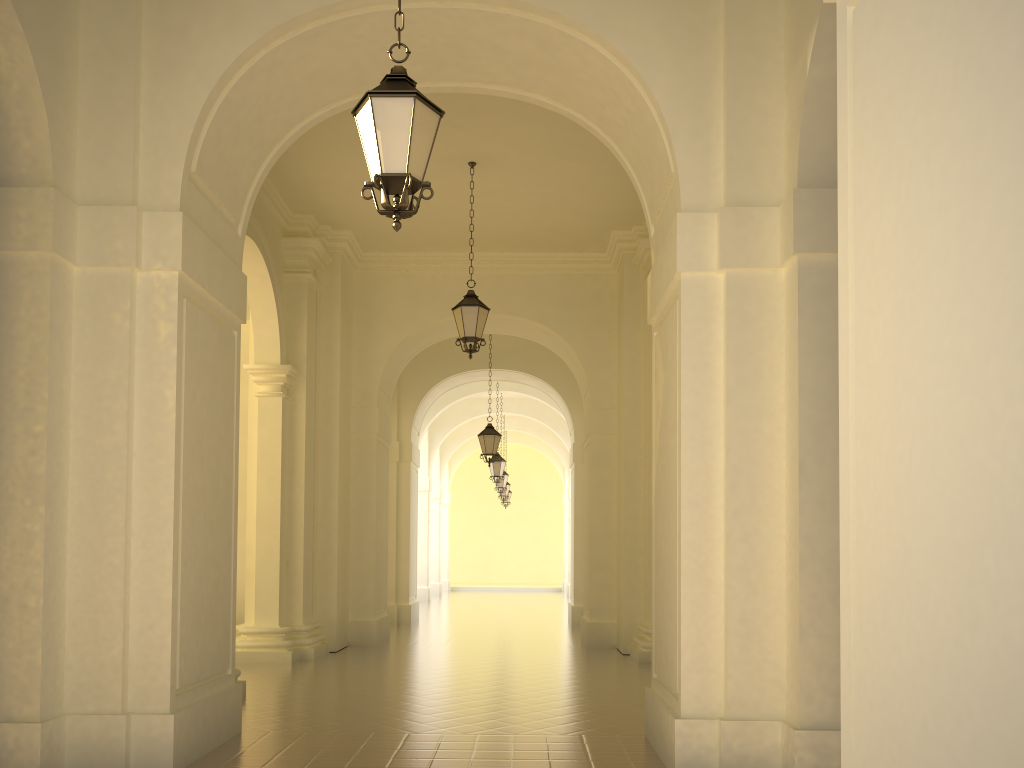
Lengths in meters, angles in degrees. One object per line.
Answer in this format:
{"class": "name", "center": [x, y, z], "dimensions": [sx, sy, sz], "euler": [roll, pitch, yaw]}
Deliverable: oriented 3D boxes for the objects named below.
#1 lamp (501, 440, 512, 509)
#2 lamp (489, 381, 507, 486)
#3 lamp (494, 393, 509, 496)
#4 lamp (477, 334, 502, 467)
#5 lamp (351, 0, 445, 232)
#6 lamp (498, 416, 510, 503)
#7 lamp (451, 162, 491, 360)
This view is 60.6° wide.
{"class": "lamp", "center": [-0.234, 3.243, 34.271], "dimensions": [0.510, 3.288, 0.445], "euler": [0, -2, 1]}
{"class": "lamp", "center": [-0.380, 1.017, 22.751], "dimensions": [0.510, 3.288, 0.445], "euler": [0, -2, 1]}
{"class": "lamp", "center": [-0.331, 1.770, 26.645], "dimensions": [0.510, 3.288, 0.445], "euler": [0, -2, 1]}
{"class": "lamp", "center": [-0.444, 0.041, 17.703], "dimensions": [0.443, 3.288, 0.512], "euler": [2, -2, -29]}
{"class": "lamp", "center": [-0.609, -2.459, 4.766], "dimensions": [0.443, 3.288, 0.512], "euler": [2, -2, -29]}
{"class": "lamp", "center": [-0.282, 2.509, 30.470], "dimensions": [0.510, 3.288, 0.445], "euler": [0, -2, 1]}
{"class": "lamp", "center": [-0.524, -1.585, 11.267], "dimensions": [0.443, 2.549, 0.513], "euler": [-1, -3, 31]}
